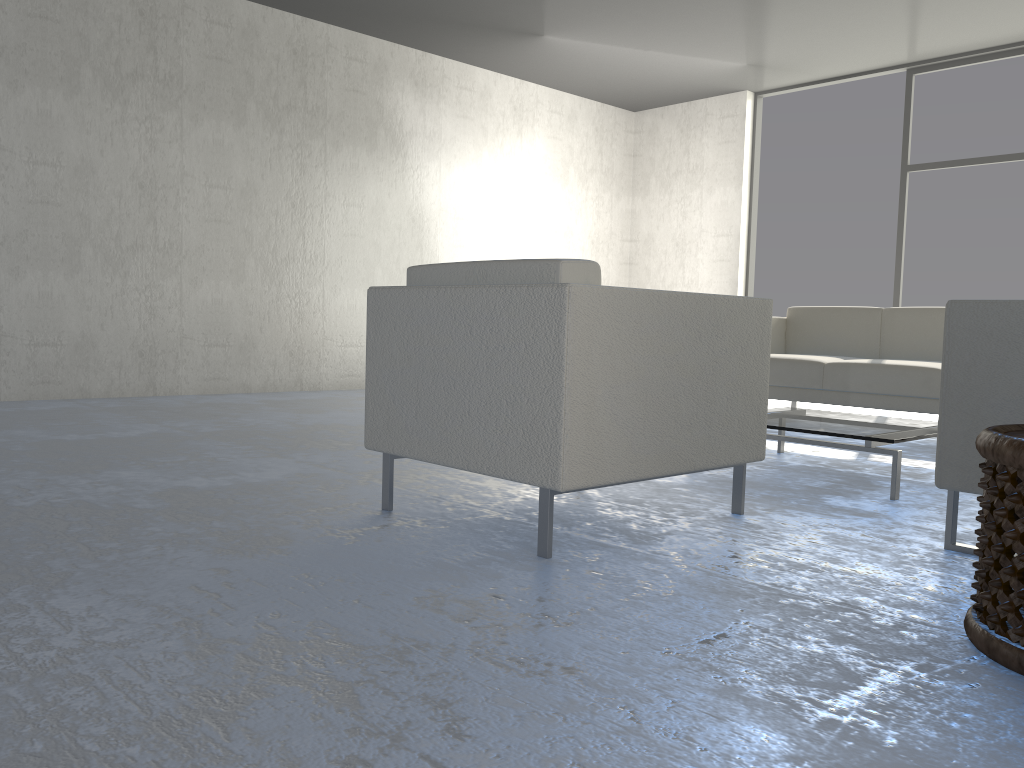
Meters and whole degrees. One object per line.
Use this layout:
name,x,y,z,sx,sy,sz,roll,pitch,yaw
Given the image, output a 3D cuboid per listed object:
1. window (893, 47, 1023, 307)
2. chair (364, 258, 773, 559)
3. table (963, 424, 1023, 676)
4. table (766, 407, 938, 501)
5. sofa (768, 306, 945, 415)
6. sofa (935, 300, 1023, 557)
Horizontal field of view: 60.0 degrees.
window,4.294,-0.961,5.190,0.037,2.477,4.080,-2,5,-43
chair,0.155,0.017,2.398,0.821,0.662,0.748,-2,5,-43
table,0.977,0.265,1.400,0.452,0.358,0.452,3,4,22
table,1.155,0.227,3.214,0.730,0.190,0.773,-2,5,-43
sofa,2.034,-0.067,4.471,0.821,0.658,1.881,-2,5,-43
sofa,1.946,0.070,2.421,1.881,0.658,0.821,-2,5,-43
